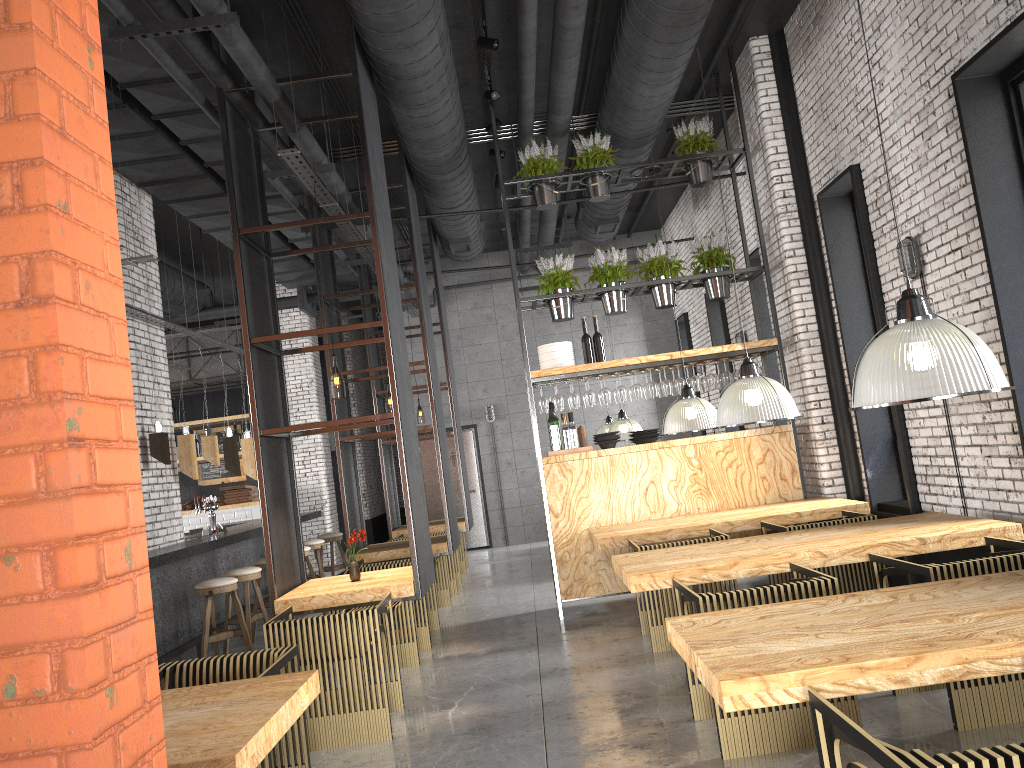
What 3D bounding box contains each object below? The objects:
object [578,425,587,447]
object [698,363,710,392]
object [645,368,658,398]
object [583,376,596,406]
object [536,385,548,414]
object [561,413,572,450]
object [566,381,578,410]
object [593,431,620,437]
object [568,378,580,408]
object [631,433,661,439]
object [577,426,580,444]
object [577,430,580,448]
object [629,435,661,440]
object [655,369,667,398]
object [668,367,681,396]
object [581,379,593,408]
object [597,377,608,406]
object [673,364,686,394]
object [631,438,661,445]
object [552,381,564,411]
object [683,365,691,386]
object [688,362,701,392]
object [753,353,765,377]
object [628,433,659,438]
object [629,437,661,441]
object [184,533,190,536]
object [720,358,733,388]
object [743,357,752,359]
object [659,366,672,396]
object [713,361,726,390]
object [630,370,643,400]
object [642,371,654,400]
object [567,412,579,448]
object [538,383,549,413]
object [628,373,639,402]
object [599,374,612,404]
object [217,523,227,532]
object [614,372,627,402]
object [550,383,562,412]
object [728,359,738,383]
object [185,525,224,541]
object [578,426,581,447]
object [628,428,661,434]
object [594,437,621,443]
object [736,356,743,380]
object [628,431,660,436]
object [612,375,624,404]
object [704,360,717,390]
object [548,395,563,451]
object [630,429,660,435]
[{"bbox_3d":[0.658,0.507,8.224,0.056,0.249,0.056,-7,-6,-8],"label":"object"},{"bbox_3d":[1.834,-0.061,8.459,0.101,0.268,0.101,-11,-7,31],"label":"object"},{"bbox_3d":[1.290,-0.010,8.174,0.101,0.268,0.101,-12,-7,36],"label":"object"},{"bbox_3d":[0.713,0.067,8.174,0.101,0.268,0.101,-12,-7,36],"label":"object"},{"bbox_3d":[0.288,0.148,8.458,0.101,0.268,0.101,-12,-7,36],"label":"object"},{"bbox_3d":[0.502,0.454,8.240,0.070,0.368,0.107,-8,-6,-1],"label":"object"},{"bbox_3d":[0.571,0.110,8.458,0.101,0.268,0.101,-12,-7,36],"label":"object"},{"bbox_3d":[0.885,0.492,8.283,0.256,0.076,0.257,-11,-6,37],"label":"object"},{"bbox_3d":[0.567,0.087,8.174,0.101,0.268,0.101,-12,-7,36],"label":"object"},{"bbox_3d":[1.239,0.503,8.258,0.306,0.046,0.305,-4,-6,-42],"label":"object"},{"bbox_3d":[0.661,0.520,8.397,0.056,0.249,0.056,-7,-6,-8],"label":"object"},{"bbox_3d":[0.662,0.527,8.483,0.056,0.249,0.056,-7,-6,-8],"label":"object"},{"bbox_3d":[1.242,0.511,8.257,0.306,0.044,0.305,-8,-5,1],"label":"object"},{"bbox_3d":[1.423,-0.005,8.459,0.101,0.268,0.101,-12,-7,36],"label":"object"},{"bbox_3d":[1.550,-0.023,8.459,0.101,0.268,0.101,-12,-7,36],"label":"object"},{"bbox_3d":[0.717,0.090,8.458,0.101,0.268,0.101,-12,-7,36],"label":"object"},{"bbox_3d":[0.863,0.070,8.459,0.101,0.268,0.101,-12,-7,36],"label":"object"},{"bbox_3d":[1.547,-0.045,8.174,0.101,0.268,0.101,-12,-7,36],"label":"object"},{"bbox_3d":[1.245,0.537,8.255,0.305,0.035,0.306,-11,-6,38],"label":"object"},{"bbox_3d":[0.421,0.107,8.173,0.101,0.268,0.101,-12,-7,36],"label":"object"},{"bbox_3d":[1.687,-0.041,8.459,0.101,0.268,0.101,-12,-7,36],"label":"object"},{"bbox_3d":[1.684,-0.064,8.175,0.101,0.268,0.101,-12,-7,36],"label":"object"},{"bbox_3d":[2.268,-0.143,8.175,0.101,0.268,0.101,-11,-7,31],"label":"object"},{"bbox_3d":[1.239,0.488,8.259,0.306,0.042,0.305,-3,-6,-43],"label":"object"},{"bbox_3d":[1.243,0.526,8.255,0.305,0.041,0.305,-9,-5,17],"label":"object"},{"bbox_3d":[-4.371,2.537,11.942,0.399,1.037,0.397,-12,-7,35],"label":"object"},{"bbox_3d":[1.976,-0.103,8.175,0.101,0.268,0.101,-11,-7,31],"label":"object"},{"bbox_3d":[2.272,-0.120,8.460,0.101,0.268,0.101,-11,-7,31],"label":"object"},{"bbox_3d":[1.420,-0.028,8.174,0.101,0.268,0.101,-12,-7,36],"label":"object"},{"bbox_3d":[1.980,-0.081,8.460,0.101,0.268,0.101,-11,-7,31],"label":"object"},{"bbox_3d":[1.151,0.008,8.174,0.101,0.268,0.101,-12,-7,36],"label":"object"},{"bbox_3d":[1.293,0.012,8.459,0.101,0.268,0.101,-12,-7,36],"label":"object"},{"bbox_3d":[0.567,0.445,8.241,0.070,0.368,0.107,-8,-6,-1],"label":"object"},{"bbox_3d":[0.284,0.125,8.173,0.101,0.268,0.101,-12,-7,36],"label":"object"},{"bbox_3d":[1.155,0.031,8.459,0.101,0.268,0.101,-12,-7,36],"label":"object"},{"bbox_3d":[0.859,0.048,8.174,0.101,0.268,0.101,-12,-7,36],"label":"object"},{"bbox_3d":[-3.246,1.598,9.909,0.091,0.091,0.177,-5,-5,-25],"label":"object"},{"bbox_3d":[1.005,0.028,8.174,0.101,0.268,0.101,-12,-7,36],"label":"object"},{"bbox_3d":[0.425,0.130,8.458,0.101,0.268,0.101,-12,-7,36],"label":"object"},{"bbox_3d":[2.126,-0.100,8.460,0.101,0.268,0.101,-11,-7,31],"label":"object"},{"bbox_3d":[-3.172,1.514,9.087,0.200,0.106,0.765,-8,-5,0],"label":"object"},{"bbox_3d":[0.659,0.514,8.310,0.056,0.249,0.056,-7,-6,-8],"label":"object"},{"bbox_3d":[1.234,0.448,8.265,0.306,0.039,0.305,-6,-5,-17],"label":"object"},{"bbox_3d":[0.891,0.546,8.278,0.257,0.076,0.256,-8,-5,0],"label":"object"},{"bbox_3d":[2.122,-0.123,8.175,0.101,0.268,0.101,-11,-7,31],"label":"object"},{"bbox_3d":[1.237,0.473,8.262,0.306,0.037,0.305,-8,-5,1],"label":"object"},{"bbox_3d":[1.009,0.051,8.459,0.101,0.268,0.101,-12,-7,36],"label":"object"},{"bbox_3d":[1.830,-0.083,8.175,0.101,0.268,0.101,-11,-7,31],"label":"object"},{"bbox_3d":[0.388,0.374,8.235,0.106,0.555,0.156,-8,-6,-1],"label":"object"},{"bbox_3d":[1.235,0.462,8.264,0.305,0.049,0.306,-10,-5,25],"label":"object"}]
